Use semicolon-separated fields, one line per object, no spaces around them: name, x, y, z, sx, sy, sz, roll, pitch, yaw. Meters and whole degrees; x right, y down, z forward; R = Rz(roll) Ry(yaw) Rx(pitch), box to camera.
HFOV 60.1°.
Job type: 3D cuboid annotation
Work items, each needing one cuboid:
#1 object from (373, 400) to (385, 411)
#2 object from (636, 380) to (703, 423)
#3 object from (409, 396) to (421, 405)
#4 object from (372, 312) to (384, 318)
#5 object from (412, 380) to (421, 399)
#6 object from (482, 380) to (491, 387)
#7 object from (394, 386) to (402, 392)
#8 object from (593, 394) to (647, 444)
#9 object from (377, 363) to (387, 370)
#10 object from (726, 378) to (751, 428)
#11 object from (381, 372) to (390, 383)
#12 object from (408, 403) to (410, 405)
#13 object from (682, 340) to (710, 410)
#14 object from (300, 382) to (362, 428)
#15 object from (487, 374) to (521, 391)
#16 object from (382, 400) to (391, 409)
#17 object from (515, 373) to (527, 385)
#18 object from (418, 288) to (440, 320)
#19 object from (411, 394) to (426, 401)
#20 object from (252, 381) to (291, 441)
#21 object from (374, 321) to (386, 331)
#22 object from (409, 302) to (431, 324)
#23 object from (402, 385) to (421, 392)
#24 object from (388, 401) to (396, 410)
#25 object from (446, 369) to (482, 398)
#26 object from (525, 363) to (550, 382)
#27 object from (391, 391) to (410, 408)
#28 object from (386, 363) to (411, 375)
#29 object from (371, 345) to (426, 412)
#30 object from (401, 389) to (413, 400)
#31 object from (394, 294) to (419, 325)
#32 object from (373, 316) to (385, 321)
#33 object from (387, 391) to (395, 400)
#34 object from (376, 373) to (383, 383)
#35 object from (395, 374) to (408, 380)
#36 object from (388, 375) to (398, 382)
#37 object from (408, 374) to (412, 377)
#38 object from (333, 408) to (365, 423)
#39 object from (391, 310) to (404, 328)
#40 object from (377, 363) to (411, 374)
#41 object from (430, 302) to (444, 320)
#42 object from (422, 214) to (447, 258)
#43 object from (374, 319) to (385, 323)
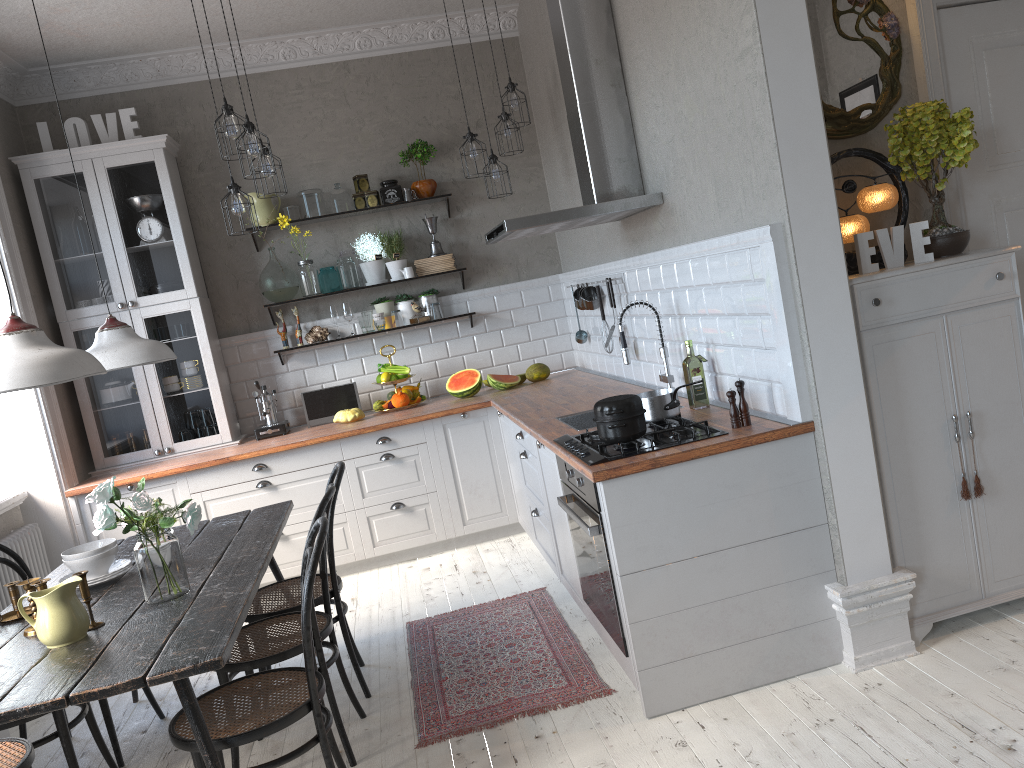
object;-0.846;0.135;5.736;0.075;0.072;0.153;-9;6;21
object;0.604;0.056;3.347;0.299;0.134;0.177;-8;7;25
object;-0.625;0.108;5.700;0.088;0.051;0.069;-6;8;38
object;-0.868;-0.435;5.774;0.078;0.051;0.076;-14;7;-23
object;-0.627;0.032;5.767;0.060;0.120;0.127;-9;6;15
object;-0.097;-0.009;5.903;0.199;0.067;0.103;-11;6;-3
object;-0.734;0.061;5.799;0.086;0.093;0.086;-12;6;-13
object;0.375;0.120;3.076;0.193;0.147;0.189;-14;7;-29
object;-0.828;-0.108;5.680;0.074;0.058;0.050;-15;7;-32
object;0.782;0.065;3.067;0.073;0.167;0.035;-12;6;-10
object;-0.805;-0.042;5.641;0.059;0.069;0.079;-10;6;11
object;-0.693;0.128;5.693;0.071;0.065;0.069;-10;6;12
object;0.752;-0.041;3.592;0.090;0.282;0.081;-12;6;-9
object;-1.156;0.133;5.692;0.354;0.226;0.087;-12;6;-10
object;-0.041;-0.023;5.639;0.228;0.127;0.146;-14;7;-26
object;-0.802;0.133;5.708;0.084;0.057;0.089;-8;7;23
object;0.033;-0.030;5.829;0.117;0.073;0.204;-5;8;44
object;-0.547;-0.537;5.974;0.160;0.214;0.151;-12;6;-11
object;-0.662;0.093;5.815;0.213;0.044;0.055;-8;7;29
object;-1.534;0.149;5.531;0.207;0.370;0.350;-12;6;-8
object;-0.857;-0.377;5.780;0.078;0.051;0.076;-13;6;-16
object;-0.614;-0.479;5.868;0.121;0.147;0.098;-16;8;-41
object;-0.656;0.031;5.769;0.128;0.056;0.059;-13;6;-17
object;-0.788;0.137;5.727;0.071;0.076;0.225;-14;7;-26
object;-0.304;0.003;5.640;0.234;0.174;0.219;-10;6;13
object;0.169;-0.077;5.802;0.129;0.119;0.208;-5;8;44
object;-0.709;0.097;5.614;0.115;0.111;0.109;-16;8;-41
object;-0.740;-0.101;5.762;0.179;0.096;0.089;-10;6;11
object;-0.766;-0.044;5.719;0.357;0.426;0.346;-14;7;-24
object;-0.683;0.073;5.694;0.088;0.078;0.088;-9;6;17
object;-0.706;-0.503;5.937;0.171;0.214;0.149;-9;7;21
object;-0.863;-0.410;5.776;0.077;0.051;0.077;-10;6;10
object;-0.764;0.077;5.801;0.078;0.076;0.156;-9;6;18
object;-0.827;-0.029;5.713;0.097;0.078;0.099;-13;7;-22
object;-0.713;-0.042;5.708;0.077;0.062;0.098;-15;7;-36
object;-0.763;-0.030;5.665;0.064;0.061;0.066;-12;6;-9
object;-0.679;-0.055;5.745;0.052;0.050;0.049;-11;6;0
object;-1.017;0.197;5.519;0.198;0.083;0.188;-12;6;-9
object;-0.759;-0.432;5.851;0.078;0.108;0.077;-13;6;-15
object;-0.759;-0.100;5.689;0.211;0.101;0.067;-11;6;-3
object;-0.502;-0.484;5.871;0.078;0.108;0.077;-13;6;-15
object;-0.523;-0.989;5.895;0.133;0.288;0.128;-14;7;-24
object;-0.860;-0.394;5.778;0.078;0.051;0.076;-13;6;-16
